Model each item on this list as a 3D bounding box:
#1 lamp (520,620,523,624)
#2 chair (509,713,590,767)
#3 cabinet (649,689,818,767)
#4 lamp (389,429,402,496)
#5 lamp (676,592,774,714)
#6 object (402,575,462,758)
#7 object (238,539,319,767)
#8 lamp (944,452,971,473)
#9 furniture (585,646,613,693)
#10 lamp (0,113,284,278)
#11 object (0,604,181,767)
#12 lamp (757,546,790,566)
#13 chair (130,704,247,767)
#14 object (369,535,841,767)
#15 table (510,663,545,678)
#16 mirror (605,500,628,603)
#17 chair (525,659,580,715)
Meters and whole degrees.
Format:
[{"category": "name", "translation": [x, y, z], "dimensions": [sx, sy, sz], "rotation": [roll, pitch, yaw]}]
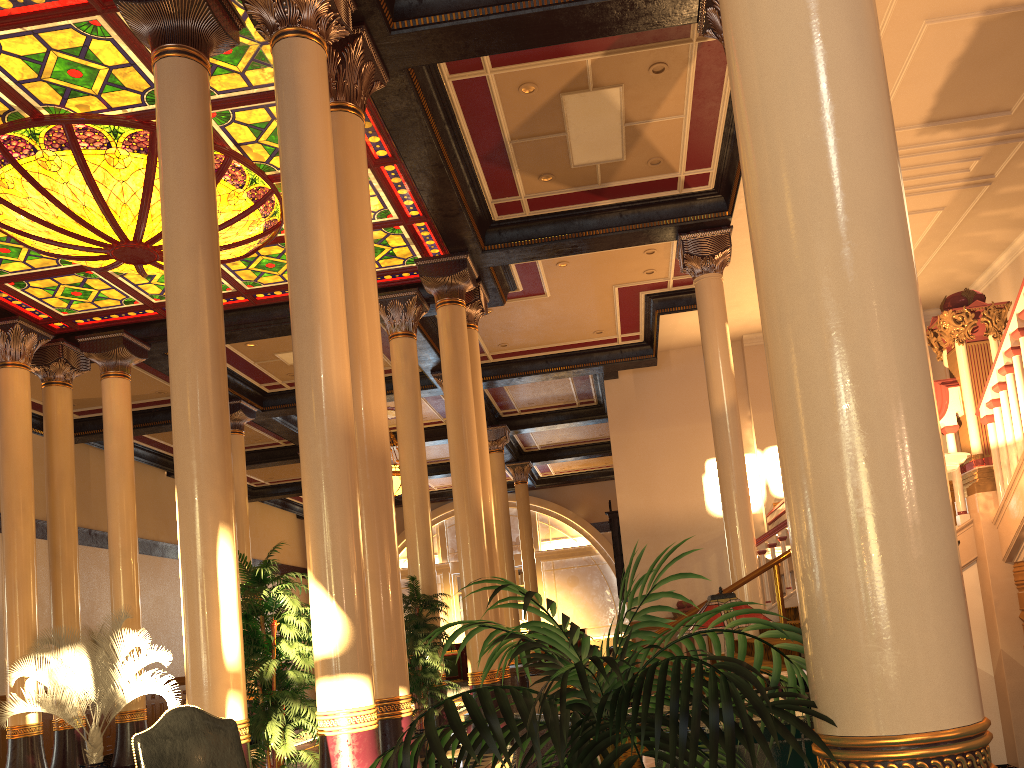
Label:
[{"category": "lamp", "translation": [0.212, 6.903, 24.578], "dimensions": [0.440, 0.434, 0.418], "rotation": [3, -15, -39]}, {"category": "chair", "translation": [-0.102, 1.685, 3.091], "dimensions": [0.661, 0.901, 0.683], "rotation": [-2, -11, -25]}, {"category": "cabinet", "translation": [0.834, 1.674, 3.332], "dimensions": [0.547, 0.844, 1.301], "rotation": [-7, -14, 6]}, {"category": "lamp", "translation": [-2.563, 1.558, 17.818], "dimensions": [1.189, 1.867, 1.220], "rotation": [-6, -10, -1]}, {"category": "lamp", "translation": [0.763, 0.951, 3.069], "dimensions": [0.318, 0.411, 0.328], "rotation": [-7, -10, 1]}, {"category": "object", "translation": [-1.132, 3.338, 10.295], "dimensions": [1.042, 2.107, 1.098], "rotation": [-5, -9, -6]}, {"category": "object", "translation": [-1.706, 2.177, 6.200], "dimensions": [1.117, 2.107, 1.023], "rotation": [0, -11, -36]}, {"category": "lamp", "translation": [2.623, 1.466, 5.277], "dimensions": [0.570, 1.971, 0.602], "rotation": [-9, -8, 23]}, {"category": "furniture", "translation": [1.551, 5.324, 15.955], "dimensions": [0.803, 0.921, 2.245], "rotation": [-8, -15, 6]}, {"category": "lamp", "translation": [-3.880, -1.603, 8.905], "dimensions": [2.982, 0.588, 3.104], "rotation": [-7, -16, 3]}, {"category": "object", "translation": [-4.985, 3.885, 10.820], "dimensions": [1.809, 2.224, 2.145], "rotation": [-8, -11, 8]}, {"category": "lamp", "translation": [3.458, 3.080, 11.005], "dimensions": [0.589, 1.971, 0.584], "rotation": [-5, -7, -13]}, {"category": "chair", "translation": [-1.175, 1.923, 3.766], "dimensions": [0.732, 1.076, 0.770], "rotation": [-10, -10, 19]}, {"category": "object", "translation": [0.247, 1.066, 2.034], "dimensions": [1.111, 1.406, 1.034], "rotation": [-13, -12, 33]}, {"category": "table", "translation": [0.308, 5.389, 15.460], "dimensions": [1.099, 0.755, 1.693], "rotation": [-8, -15, 5]}, {"category": "mirror", "translation": [2.032, 3.232, 16.883], "dimensions": [0.254, 1.943, 1.836], "rotation": [-7, -11, 6]}, {"category": "chair", "translation": [0.741, 4.844, 13.974], "dimensions": [0.757, 0.893, 0.998], "rotation": [-11, -13, 25]}]
